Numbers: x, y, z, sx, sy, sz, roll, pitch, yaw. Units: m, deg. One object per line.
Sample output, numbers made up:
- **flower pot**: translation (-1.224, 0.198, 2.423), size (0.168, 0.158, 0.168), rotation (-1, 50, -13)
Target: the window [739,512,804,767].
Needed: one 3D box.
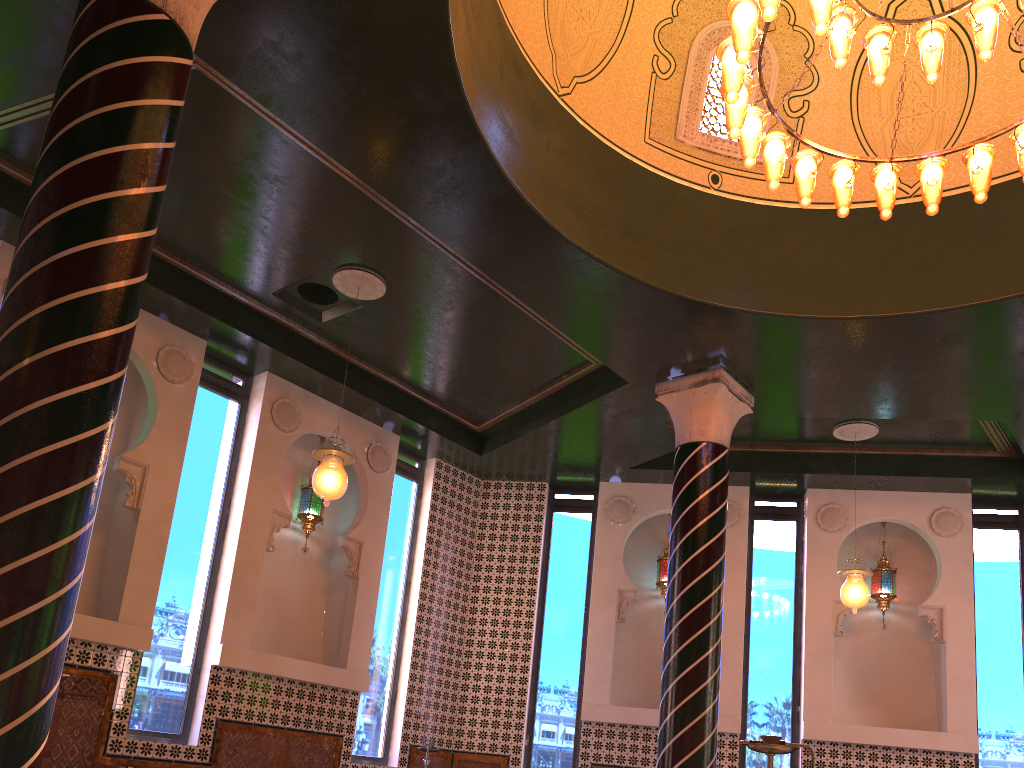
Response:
- **window**: translation (3.517, 3.660, 11.727), size (0.772, 3.790, 0.096), rotation (3, -14, 11)

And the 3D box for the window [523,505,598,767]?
- **window**: translation (0.713, 3.629, 12.260), size (0.772, 3.790, 0.096), rotation (3, -14, 11)

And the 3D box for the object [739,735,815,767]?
- **object**: translation (1.432, 2.538, 4.652), size (0.476, 1.187, 0.309), rotation (16, -17, -31)

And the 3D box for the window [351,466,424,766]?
- **window**: translation (-1.696, 3.009, 11.442), size (0.092, 3.789, 0.808), rotation (-5, -18, 39)

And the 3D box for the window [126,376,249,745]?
- **window**: translation (-3.516, 1.850, 9.341), size (0.092, 3.789, 0.808), rotation (-5, -18, 39)

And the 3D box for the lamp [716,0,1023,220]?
- **lamp**: translation (2.660, -3.797, 5.498), size (2.565, 4.363, 2.530), rotation (20, -21, -39)

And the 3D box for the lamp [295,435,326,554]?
- **lamp**: translation (-2.471, 1.374, 10.769), size (0.364, 1.482, 0.339), rotation (10, -15, -14)

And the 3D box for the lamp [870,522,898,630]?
- **lamp**: translation (5.072, 2.597, 11.782), size (0.371, 1.482, 0.333), rotation (16, -17, -34)

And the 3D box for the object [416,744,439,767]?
- **object**: translation (-1.082, 5.035, 10.551), size (0.303, 1.188, 0.487), rotation (9, -16, -11)

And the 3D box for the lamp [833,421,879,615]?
- **lamp**: translation (4.083, 1.616, 10.285), size (0.521, 2.196, 0.546), rotation (-2, -16, 29)

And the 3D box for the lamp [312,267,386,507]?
- **lamp**: translation (-1.597, 0.064, 8.164), size (0.521, 2.196, 0.546), rotation (-2, -16, 29)

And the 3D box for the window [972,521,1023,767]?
- **window**: translation (6.321, 3.692, 11.194), size (0.772, 3.790, 0.096), rotation (3, -14, 11)

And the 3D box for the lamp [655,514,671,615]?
- **lamp**: translation (2.228, 2.557, 12.306), size (0.324, 1.482, 0.381), rotation (2, -15, 15)

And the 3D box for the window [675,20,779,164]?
- **window**: translation (2.626, -3.783, 5.663), size (5.790, 1.102, 5.854), rotation (11, -25, -11)
